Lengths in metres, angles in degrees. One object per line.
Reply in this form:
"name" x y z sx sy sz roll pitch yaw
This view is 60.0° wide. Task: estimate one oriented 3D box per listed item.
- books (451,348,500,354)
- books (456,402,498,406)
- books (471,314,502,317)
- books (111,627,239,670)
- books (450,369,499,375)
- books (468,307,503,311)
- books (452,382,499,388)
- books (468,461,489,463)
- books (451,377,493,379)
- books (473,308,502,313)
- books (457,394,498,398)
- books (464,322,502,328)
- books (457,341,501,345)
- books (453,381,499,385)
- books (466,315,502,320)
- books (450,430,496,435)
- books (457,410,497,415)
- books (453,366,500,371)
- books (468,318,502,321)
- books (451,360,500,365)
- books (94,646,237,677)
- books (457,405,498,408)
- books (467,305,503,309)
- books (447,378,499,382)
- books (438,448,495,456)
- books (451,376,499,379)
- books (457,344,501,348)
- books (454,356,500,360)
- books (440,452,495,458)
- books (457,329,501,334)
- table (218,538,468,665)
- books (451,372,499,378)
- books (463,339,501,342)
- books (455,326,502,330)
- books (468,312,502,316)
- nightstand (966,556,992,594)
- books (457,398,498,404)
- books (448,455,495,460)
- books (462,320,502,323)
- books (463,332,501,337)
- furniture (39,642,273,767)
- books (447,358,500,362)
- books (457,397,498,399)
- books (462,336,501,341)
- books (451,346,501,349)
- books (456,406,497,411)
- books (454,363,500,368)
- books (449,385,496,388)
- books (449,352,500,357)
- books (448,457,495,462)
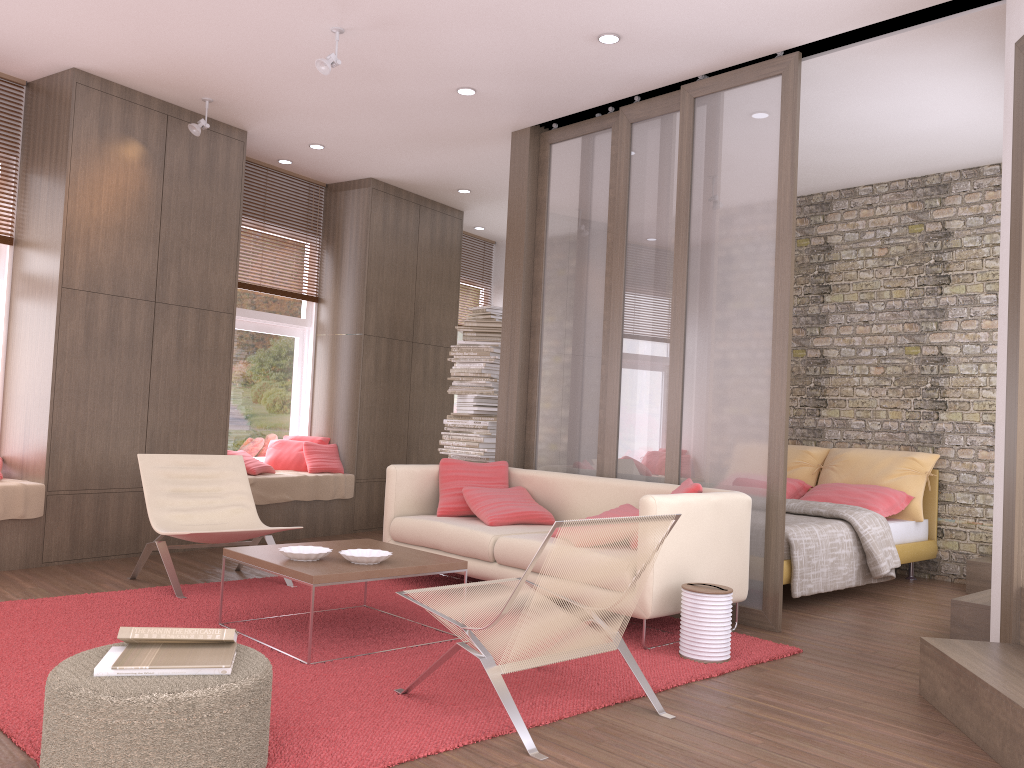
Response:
"books" -0.273 -0.288 7.819 0.416 0.035 0.323 2 -3 27
"books" -0.252 0.180 7.752 0.323 0.020 0.484 4 -3 -23
"books" -0.201 -0.593 7.795 0.258 0.010 0.183 1 -3 32
"books" -0.979 0.760 2.592 0.331 0.086 0.377 3 -2 -13
"books" -0.307 -0.105 7.819 0.379 0.039 0.297 1 -3 42
"books" -0.210 -0.651 7.789 0.216 0.008 0.277 5 -3 -43
"books" -0.293 0.014 7.813 0.379 0.028 0.297 2 -3 22
"books" -0.305 0.684 7.703 0.396 0.033 0.310 2 -3 27
"books" -0.317 -0.046 7.802 0.368 0.009 0.262 2 -3 22
"books" -0.204 -0.631 7.795 0.193 0.029 0.260 4 -3 -28
"books" -0.244 0.110 7.748 0.326 0.018 0.500 4 -3 -23
"books" -0.223 -0.507 7.791 0.351 0.036 0.275 3 -2 7
"books" -0.257 -0.349 7.792 0.404 0.026 0.266 3 -2 7
"books" -0.276 -0.010 7.789 0.388 0.020 0.287 1 -3 42
"books" -0.225 -0.576 7.810 0.198 0.023 0.327 5 -3 -43
"books" -0.249 0.429 7.751 0.320 0.020 0.542 5 -3 -43
"books" -0.266 0.251 7.771 0.322 0.030 0.435 4 -3 -23
"books" -0.286 -0.134 7.809 0.388 0.020 0.287 1 -3 42
"books" -0.217 -0.552 7.794 0.272 0.023 0.201 2 -3 27
"books" -0.271 -0.184 7.768 0.416 0.012 0.324 2 -3 27
"books" -0.978 0.789 2.533 0.352 0.022 0.232 3 -2 -13
"books" -0.281 0.198 7.778 0.294 0.013 0.413 4 -3 -23
"books" -0.218 -0.663 7.806 0.204 0.014 0.313 5 -3 -43
"books" -0.295 -0.031 7.790 0.467 0.020 0.283 2 -3 22
"books" -0.303 0.595 7.766 0.399 0.028 0.612 5 -3 -43
"books" -0.303 -0.055 7.801 0.395 0.009 0.233 2 -3 22
"books" -0.246 -0.328 7.809 0.416 0.015 0.245 2 -3 27
"books" -0.242 -0.222 7.790 0.434 0.019 0.324 2 -3 27
"books" -0.296 0.617 7.708 0.423 0.016 0.542 5 -3 -43
"books" -0.255 -0.457 7.801 0.412 0.019 0.259 3 -2 7
"table" -0.823 1.019 4.311 0.850 0.378 0.850 5 -3 -43
"books" -0.303 -0.073 7.806 0.379 0.028 0.297 2 -3 22
"books" -0.231 -0.367 7.781 0.351 0.010 0.284 3 -2 7
"books" -0.265 -0.479 7.809 0.435 0.019 0.248 3 -2 7
"books" -0.216 -0.608 7.801 0.202 0.015 0.303 5 -3 -43
"nightstand" 3.658 1.401 6.265 0.400 0.240 0.707 5 -3 -43
"books" -0.271 0.151 7.781 0.308 0.036 0.417 4 -3 -23
"books" -0.303 0.635 7.705 0.396 0.024 0.310 2 -3 27
"books" -0.230 -0.534 7.788 0.366 0.012 0.287 3 -2 7
"books" -0.233 -0.426 7.821 0.371 0.036 0.211 3 -2 7
"furniture" -1.017 0.970 2.573 0.596 0.328 0.596 4 -3 -18
"books" -0.291 -0.202 7.807 0.470 0.022 0.306 2 -3 27
"books" -0.248 0.126 7.778 0.345 0.010 0.443 4 -3 -23
"books" -0.235 -0.389 7.819 0.371 0.036 0.211 3 -2 7
"books" -0.293 -0.315 7.810 0.392 0.015 0.306 2 -3 27
"books" -0.249 0.220 7.731 0.317 0.030 0.524 4 -3 -23
"books" -0.270 -0.157 7.790 0.379 0.028 0.297 1 -3 42
"books" -0.309 0.030 7.809 0.395 0.007 0.308 2 -3 22
"books" -0.300 -0.253 7.808 0.401 0.035 0.315 2 -3 27
"books" -0.305 0.657 7.711 0.405 0.018 0.300 2 -3 27
